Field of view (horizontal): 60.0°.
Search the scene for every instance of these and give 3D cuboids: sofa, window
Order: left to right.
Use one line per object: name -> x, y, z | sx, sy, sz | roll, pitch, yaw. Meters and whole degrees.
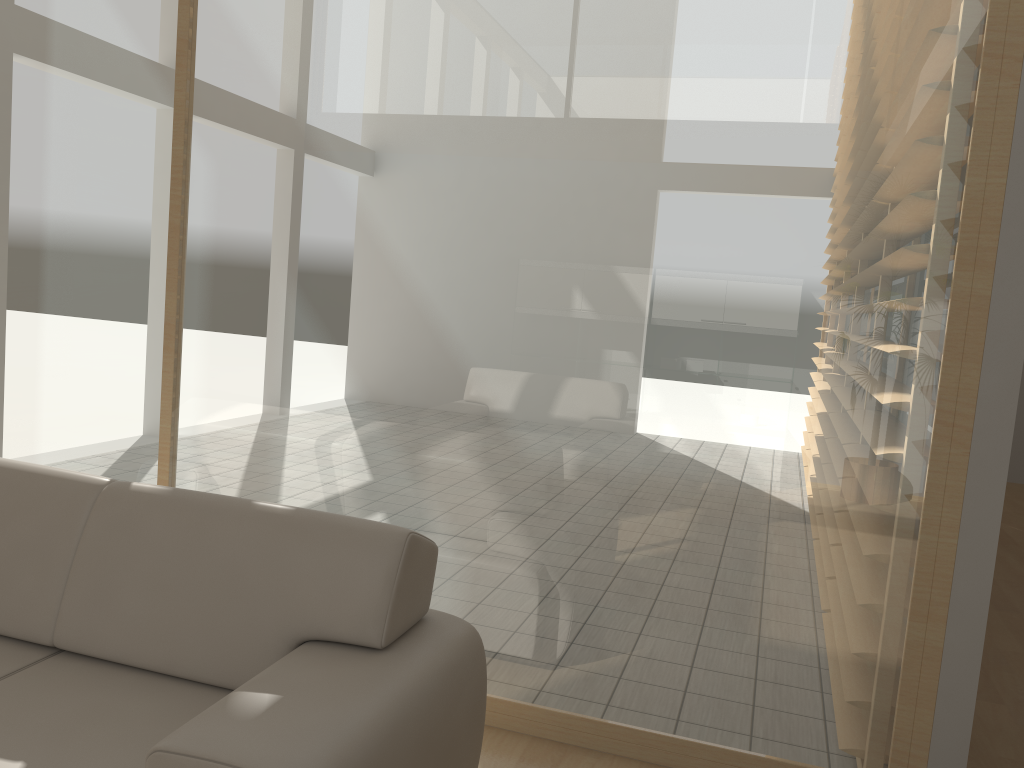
window -> -2.444, -0.485, 3.600 | 2.525, 2.500, 0.020 | 6, 6, 17
sofa -> -1.191, 0.691, 2.214 | 2.093, 0.846, 1.168 | 6, 6, 17
window -> 0.001, -0.205, 2.842 | 2.525, 2.500, 0.020 | 6, 6, 17
